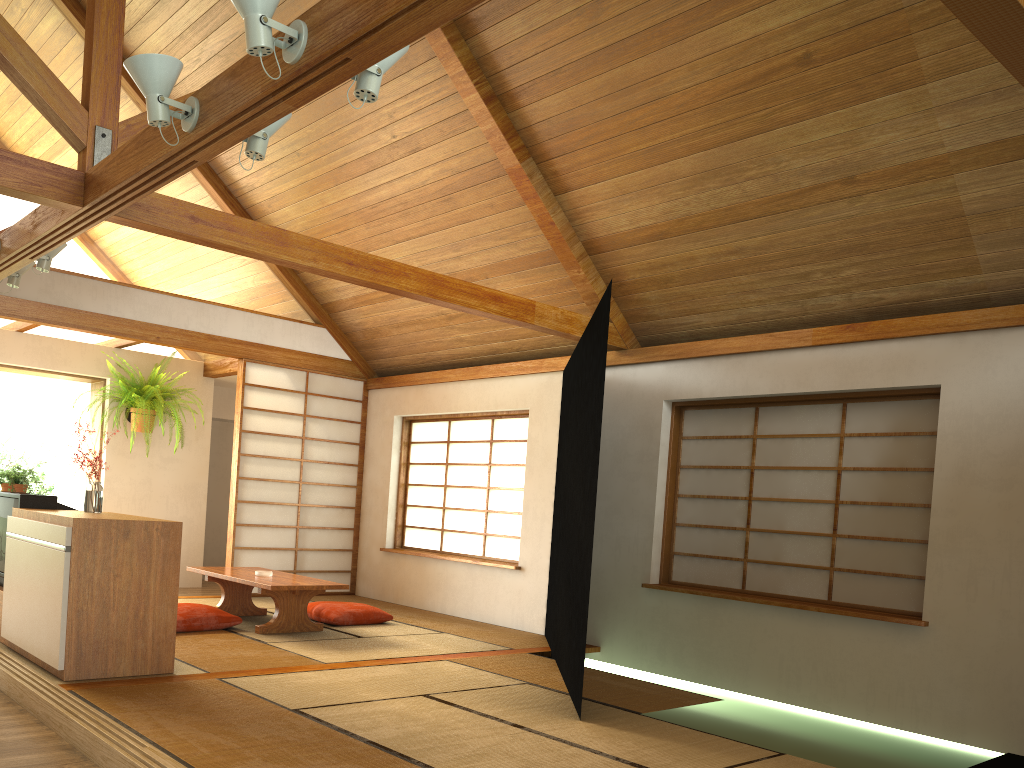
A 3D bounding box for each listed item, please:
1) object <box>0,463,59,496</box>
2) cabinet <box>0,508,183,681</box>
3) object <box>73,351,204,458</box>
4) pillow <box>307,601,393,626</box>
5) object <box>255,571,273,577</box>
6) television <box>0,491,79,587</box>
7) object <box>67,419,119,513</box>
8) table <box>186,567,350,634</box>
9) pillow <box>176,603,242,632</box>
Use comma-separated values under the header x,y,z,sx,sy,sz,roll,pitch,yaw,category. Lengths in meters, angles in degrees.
x,y,z,sx,sy,sz,roll,pitch,yaw,category
-3.441,0.725,5.985,0.506,0.375,0.567,3,-5,8,object
-2.782,1.088,5.127,0.523,0.736,2.834,6,-7,-43,cabinet
-3.399,0.213,8.226,1.126,1.126,1.199,1,-5,41,object
-1.269,1.699,6.526,0.523,0.131,0.601,11,-10,-43,pillow
-1.716,1.312,6.057,0.125,0.030,0.114,1,-8,22,object
-2.749,0.918,5.143,0.460,0.538,0.684,6,-5,-42,television
-2.264,0.440,4.689,0.223,0.500,0.240,4,0,-36,object
-1.733,1.499,6.088,0.565,0.335,1.286,9,-9,-42,table
-2.146,1.522,5.759,0.600,0.148,0.523,-3,-10,42,pillow
